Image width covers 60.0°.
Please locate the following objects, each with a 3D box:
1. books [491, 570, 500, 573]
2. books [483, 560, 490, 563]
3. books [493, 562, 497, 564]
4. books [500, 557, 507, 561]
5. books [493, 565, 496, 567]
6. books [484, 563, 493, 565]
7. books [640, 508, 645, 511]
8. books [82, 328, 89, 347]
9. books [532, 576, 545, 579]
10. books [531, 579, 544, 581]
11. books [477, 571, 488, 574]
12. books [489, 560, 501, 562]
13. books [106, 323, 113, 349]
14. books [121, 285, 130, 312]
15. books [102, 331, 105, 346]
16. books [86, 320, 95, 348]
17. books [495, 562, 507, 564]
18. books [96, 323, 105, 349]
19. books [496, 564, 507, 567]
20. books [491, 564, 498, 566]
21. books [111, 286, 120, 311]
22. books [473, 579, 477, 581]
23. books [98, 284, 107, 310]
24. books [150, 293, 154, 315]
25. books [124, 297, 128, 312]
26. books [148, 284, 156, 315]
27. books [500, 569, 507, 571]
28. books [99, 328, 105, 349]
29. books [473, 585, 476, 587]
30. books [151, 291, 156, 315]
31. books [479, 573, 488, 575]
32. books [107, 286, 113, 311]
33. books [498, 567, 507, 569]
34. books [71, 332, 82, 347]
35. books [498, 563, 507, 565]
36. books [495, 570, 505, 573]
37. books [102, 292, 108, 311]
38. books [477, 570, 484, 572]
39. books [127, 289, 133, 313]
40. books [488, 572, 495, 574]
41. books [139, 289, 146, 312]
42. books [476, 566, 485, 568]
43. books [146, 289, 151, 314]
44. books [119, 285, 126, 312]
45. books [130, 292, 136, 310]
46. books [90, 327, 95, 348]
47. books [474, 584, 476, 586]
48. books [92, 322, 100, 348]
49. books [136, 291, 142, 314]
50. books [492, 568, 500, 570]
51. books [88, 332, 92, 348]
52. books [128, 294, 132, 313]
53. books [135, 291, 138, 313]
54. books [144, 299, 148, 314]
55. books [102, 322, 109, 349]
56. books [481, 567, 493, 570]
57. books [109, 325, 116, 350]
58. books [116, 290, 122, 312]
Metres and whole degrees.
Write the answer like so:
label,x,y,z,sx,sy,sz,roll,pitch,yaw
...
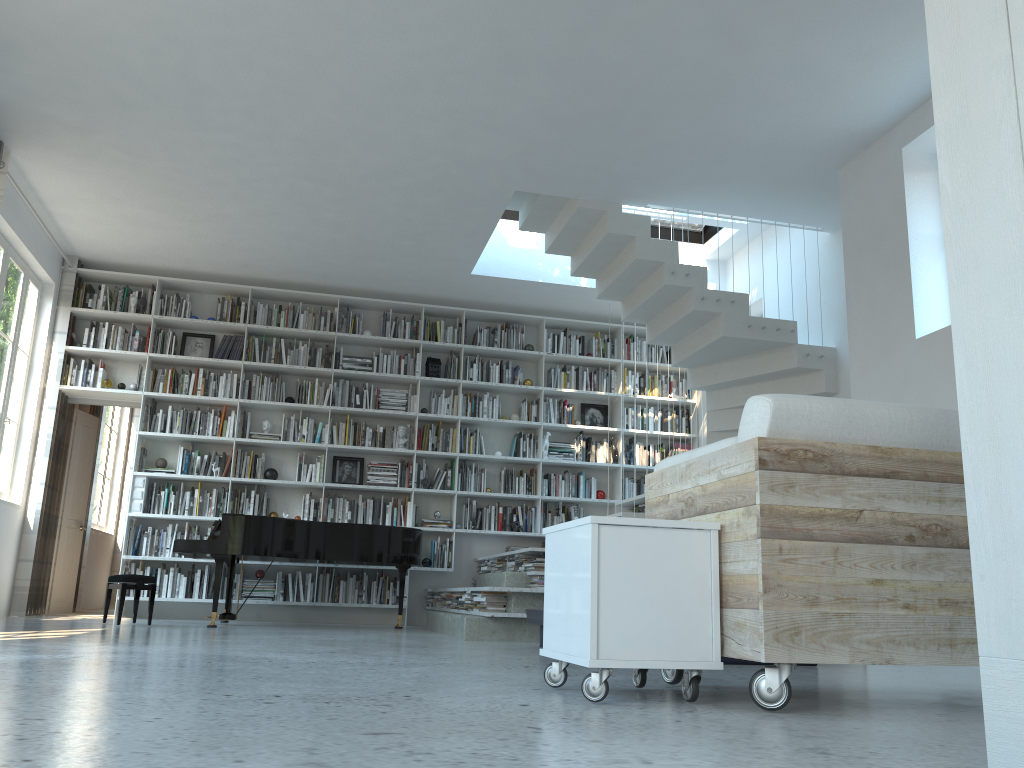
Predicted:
label,x,y,z,sx,sy,sz,roll,pitch,yaw
books,-0.093,1.705,8.049,0.164,0.023,0.242,4,-14,-8
books,-0.163,1.673,8.361,0.171,0.020,0.194,6,-14,-17
books,-0.081,1.628,8.069,0.149,0.013,0.220,4,-14,-9
books,-0.015,1.546,7.800,0.139,0.028,0.262,4,-14,-8
books,-0.080,1.659,8.063,0.144,0.013,0.221,4,-14,-9
books,-0.154,1.699,8.357,0.163,0.018,0.290,5,-14,-13
books,1.251,1.124,7.902,0.189,0.012,0.156,4,-14,-9
books,-3.964,-0.394,8.278,0.034,0.217,0.166,5,-14,-12
books,0.279,1.442,6.584,0.234,0.025,0.158,6,-14,-17
books,0.275,1.462,6.593,0.257,0.010,0.132,4,-14,-9
books,-0.233,1.834,8.615,0.175,0.017,0.266,4,-14,-9
books,-0.093,1.614,8.070,0.165,0.015,0.243,6,-14,-17
books,-3.768,-0.413,8.328,0.037,0.291,0.156,5,-14,-12
books,-3.678,-0.772,8.438,0.029,0.314,0.129,5,-13,-12
books,-3.812,-0.377,8.306,0.010,0.208,0.165,5,-14,-12
books,-3.941,-0.430,8.294,0.011,0.296,0.163,5,-14,-12
books,-0.031,1.575,7.790,0.187,0.009,0.261,5,-14,-13
books,-3.855,-0.417,8.316,0.028,0.287,0.133,5,-13,-12
books,-0.028,1.600,7.785,0.179,0.017,0.293,5,-14,-11
books,-0.087,1.648,8.063,0.167,0.008,0.235,5,-14,-13
books,-3.752,-0.767,8.404,0.039,0.282,0.182,5,-14,-12
books,-0.276,1.909,8.624,0.174,0.009,0.240,4,-14,-10
books,-3.859,-0.776,8.380,0.028,0.283,0.190,5,-14,-12
books,-3.426,-0.725,8.482,0.025,0.259,0.138,5,-14,-12
books,-3.652,-0.711,8.419,0.024,0.187,0.160,5,-14,-12
books,-3.442,-0.766,8.481,0.014,0.336,0.168,5,-13,-12
books,-0.009,1.635,7.782,0.138,0.017,0.238,5,-14,-13
books,-3.831,-0.391,8.315,0.024,0.238,0.156,5,-14,-12
books,-0.272,1.966,8.613,0.170,0.012,0.215,5,-14,-12
books,-3.393,-0.728,8.452,0.024,0.251,0.235,5,-14,-12
books,-0.225,1.852,8.613,0.163,0.017,0.233,4,-14,-10
books,-3.795,-0.764,8.377,0.057,0.262,0.191,5,-14,-12
books,-0.020,1.617,7.783,0.159,0.018,0.203,5,-14,-14
books,-4.043,-0.378,8.267,0.121,0.175,0.130,5,-14,-12
books,-0.025,1.586,7.789,0.161,0.012,0.254,4,-14,-8
books,-0.031,1.648,7.774,0.178,0.014,0.248,5,-14,-14
books,-3.830,-0.739,8.369,0.030,0.206,0.176,5,-14,-12
books,-0.228,1.821,8.619,0.179,0.012,0.262,5,-14,-12
books,-3.634,-0.750,8.440,0.013,0.274,0.159,5,-14,-12
books,-0.103,1.721,8.043,0.190,0.012,0.235,5,-14,-14
books,-3.530,-0.748,8.469,0.013,0.291,0.155,5,-14,-12
books,-0.233,1.780,8.627,0.171,0.015,0.253,6,-14,-17
books,-3.462,-0.742,8.476,0.022,0.286,0.175,5,-14,-12
books,-3.697,-0.771,8.423,0.014,0.303,0.146,5,-13,-12
books,-3.593,-0.735,8.432,0.025,0.243,0.168,5,-14,-12
books,-3.899,-0.396,8.282,0.023,0.227,0.172,5,-14,-12
books,-0.268,1.954,8.616,0.159,0.012,0.279,5,-14,-13
books,-3.875,-0.422,8.289,0.023,0.282,0.186,5,-14,-12
books,-3.548,-0.737,8.450,0.027,0.258,0.147,5,-14,-12
books,-0.082,1.686,8.056,0.154,0.018,0.221,5,-14,-13
books,-3.928,-0.375,8.298,0.024,0.192,0.138,5,-14,-12
books,-3.618,-0.725,8.437,0.021,0.226,0.156,5,-14,-12
books,-3.572,-0.735,8.447,0.021,0.253,0.179,5,-14,-12
books,-3.488,-0.694,8.460,0.028,0.184,0.168,5,-14,-12
books,-3.792,-0.417,8.303,0.021,0.285,0.179,5,-14,-12
books,-0.172,1.740,8.344,0.189,0.030,0.238,6,-14,-15
books,-3.742,-0.402,8.323,0.013,0.268,0.162,5,-14,-12
books,-3.722,-0.747,8.426,0.030,0.257,0.130,5,-13,-12
